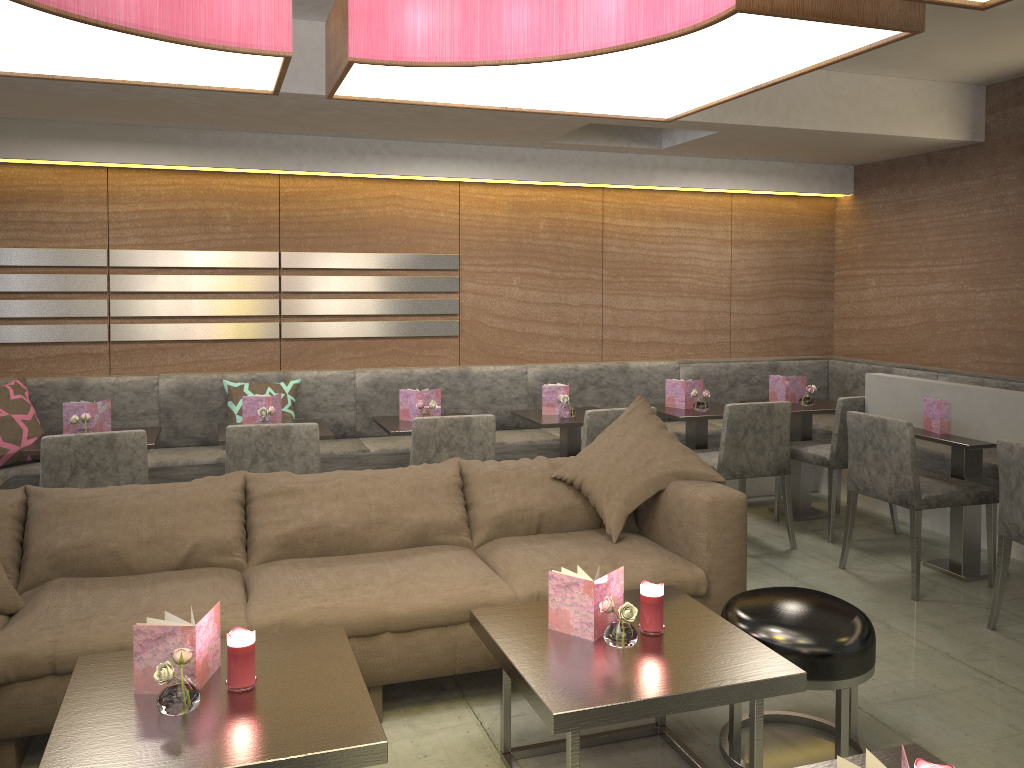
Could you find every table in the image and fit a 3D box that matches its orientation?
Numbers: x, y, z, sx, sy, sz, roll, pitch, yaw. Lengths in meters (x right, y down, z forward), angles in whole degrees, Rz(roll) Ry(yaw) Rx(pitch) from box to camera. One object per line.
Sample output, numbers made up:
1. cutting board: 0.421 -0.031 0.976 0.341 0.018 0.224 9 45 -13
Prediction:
1. table: -1.139 0.541 4.236 0.506 0.652 0.508 -1 4 -19
2. table: -0.670 0.910 2.015 0.658 0.410 0.661 -2 5 -19
3. table: 0.294 0.876 2.341 0.658 0.410 0.661 -2 5 -19
4. table: 1.696 0.441 5.197 0.506 0.652 0.508 -1 4 -19
5. table: -0.414 0.515 4.482 0.506 0.652 0.508 -1 4 -19
6. table: 1.038 0.464 4.974 0.506 0.652 0.508 -1 4 -19
7. table: -1.865 0.566 3.990 0.506 0.652 0.508 -1 4 -19
8. table: 2.140 0.556 4.167 0.506 0.652 0.508 -1 4 -19
9. table: 0.616 0.982 1.393 0.658 0.410 0.661 -2 5 -19
10. table: 0.312 0.490 4.728 0.506 0.652 0.508 -1 4 -19

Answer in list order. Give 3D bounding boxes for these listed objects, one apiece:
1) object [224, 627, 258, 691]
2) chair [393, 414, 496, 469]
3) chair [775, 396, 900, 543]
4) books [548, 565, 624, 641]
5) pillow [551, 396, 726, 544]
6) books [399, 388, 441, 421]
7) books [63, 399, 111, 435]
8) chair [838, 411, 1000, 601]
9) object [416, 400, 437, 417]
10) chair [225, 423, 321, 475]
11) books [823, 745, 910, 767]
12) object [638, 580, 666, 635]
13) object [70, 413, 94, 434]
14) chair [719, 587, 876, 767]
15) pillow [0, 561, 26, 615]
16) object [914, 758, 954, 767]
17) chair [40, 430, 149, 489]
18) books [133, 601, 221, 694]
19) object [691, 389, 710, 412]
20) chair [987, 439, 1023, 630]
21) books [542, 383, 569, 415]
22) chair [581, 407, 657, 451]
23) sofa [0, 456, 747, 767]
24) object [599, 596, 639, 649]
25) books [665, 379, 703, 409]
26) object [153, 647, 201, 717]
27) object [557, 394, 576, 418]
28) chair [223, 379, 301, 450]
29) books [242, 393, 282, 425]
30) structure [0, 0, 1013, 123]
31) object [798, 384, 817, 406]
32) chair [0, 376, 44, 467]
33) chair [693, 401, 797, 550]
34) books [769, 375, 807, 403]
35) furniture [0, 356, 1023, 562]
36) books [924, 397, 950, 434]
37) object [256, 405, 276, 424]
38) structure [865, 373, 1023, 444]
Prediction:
1. object: -0.628 0.636 2.050 0.076 0.128 0.076 3 4 44
2. chair: -0.319 0.498 4.167 0.477 0.760 0.494 -1 3 -16
3. chair: 1.802 0.421 4.907 0.477 0.760 0.494 -1 3 -22
4. books: 0.203 0.585 2.414 0.143 0.164 0.158 3 5 36
5. pillow: 0.461 0.311 3.351 0.621 0.511 0.300 0 3 -5
6. books: -0.472 0.106 4.544 0.143 0.164 0.158 3 5 36
7. books: -1.942 0.158 4.045 0.143 0.164 0.158 0 4 1
8. chair: 1.854 0.515 4.060 0.492 0.760 0.478 -1 3 -20
9. object: -0.423 0.138 4.386 0.102 0.125 0.095 3 4 35
10. chair: -1.046 0.523 3.927 0.477 0.760 0.494 -1 3 -12
11. books: 0.567 0.695 1.434 0.143 0.164 0.158 1 4 16
12. object: 0.377 0.601 2.384 0.075 0.128 0.076 2 4 34
13. object: -1.883 0.190 3.890 0.094 0.125 0.108 2 4 24
14. chair: 0.811 0.837 2.529 0.423 0.449 0.424 -3 5 -37
15. pillow: -1.627 0.540 2.530 0.235 0.321 0.382 2 5 26
16. object: 0.706 0.702 1.478 0.075 0.128 0.076 2 4 34
17. chair: -1.737 0.549 3.680 0.477 0.760 0.494 -1 4 -27
18. books: -0.785 0.620 2.082 0.143 0.164 0.158 0 4 1
19. object: 1.040 0.087 4.877 0.106 0.125 0.093 1 4 13
20. chair: 2.121 0.605 3.253 0.492 0.760 0.479 0 3 -7
21. books: 0.234 0.081 4.783 0.143 0.164 0.158 0 4 1
22. chair: 0.432 0.472 4.415 0.477 0.760 0.494 -1 3 -23
23. sofa: -0.321 0.829 1.575 3.180 0.673 3.784 -2 7 -19
24. object: 0.282 0.612 2.289 0.106 0.129 0.095 2 4 31
25. books: 0.982 0.055 5.036 0.158 0.164 0.143 -3 5 -39
26. object: -0.731 0.648 1.927 0.092 0.131 0.102 3 4 36
27. object: 0.290 0.113 4.631 0.095 0.125 0.105 -1 4 -18
28. chair: -1.368 0.173 4.857 0.427 0.394 0.220 -1 3 -18
29. books: -1.213 0.132 4.293 0.143 0.164 0.158 0 4 1
30. structure: -0.228 -1.025 1.447 2.447 0.616 2.454 -2 6 -19
31. object: 1.707 0.063 5.107 0.097 0.125 0.100 3 5 42
32. chair: -2.506 0.200 4.304 0.295 0.426 0.493 2 5 24
33. chair: 1.157 0.449 4.640 0.477 0.760 0.494 -1 3 -19
34. books: 1.643 0.031 5.269 0.157 0.164 0.143 -2 4 -24
35. furniture: 0.323 0.531 3.455 5.649 0.850 4.277 -2 7 -19
36. books: 2.067 0.151 4.192 0.157 0.164 0.143 0 4 -4
37. object: -1.160 0.163 4.142 0.092 0.125 0.111 1 4 14
38. structure: 2.301 0.190 3.487 0.095 0.231 2.500 -1 6 -19
